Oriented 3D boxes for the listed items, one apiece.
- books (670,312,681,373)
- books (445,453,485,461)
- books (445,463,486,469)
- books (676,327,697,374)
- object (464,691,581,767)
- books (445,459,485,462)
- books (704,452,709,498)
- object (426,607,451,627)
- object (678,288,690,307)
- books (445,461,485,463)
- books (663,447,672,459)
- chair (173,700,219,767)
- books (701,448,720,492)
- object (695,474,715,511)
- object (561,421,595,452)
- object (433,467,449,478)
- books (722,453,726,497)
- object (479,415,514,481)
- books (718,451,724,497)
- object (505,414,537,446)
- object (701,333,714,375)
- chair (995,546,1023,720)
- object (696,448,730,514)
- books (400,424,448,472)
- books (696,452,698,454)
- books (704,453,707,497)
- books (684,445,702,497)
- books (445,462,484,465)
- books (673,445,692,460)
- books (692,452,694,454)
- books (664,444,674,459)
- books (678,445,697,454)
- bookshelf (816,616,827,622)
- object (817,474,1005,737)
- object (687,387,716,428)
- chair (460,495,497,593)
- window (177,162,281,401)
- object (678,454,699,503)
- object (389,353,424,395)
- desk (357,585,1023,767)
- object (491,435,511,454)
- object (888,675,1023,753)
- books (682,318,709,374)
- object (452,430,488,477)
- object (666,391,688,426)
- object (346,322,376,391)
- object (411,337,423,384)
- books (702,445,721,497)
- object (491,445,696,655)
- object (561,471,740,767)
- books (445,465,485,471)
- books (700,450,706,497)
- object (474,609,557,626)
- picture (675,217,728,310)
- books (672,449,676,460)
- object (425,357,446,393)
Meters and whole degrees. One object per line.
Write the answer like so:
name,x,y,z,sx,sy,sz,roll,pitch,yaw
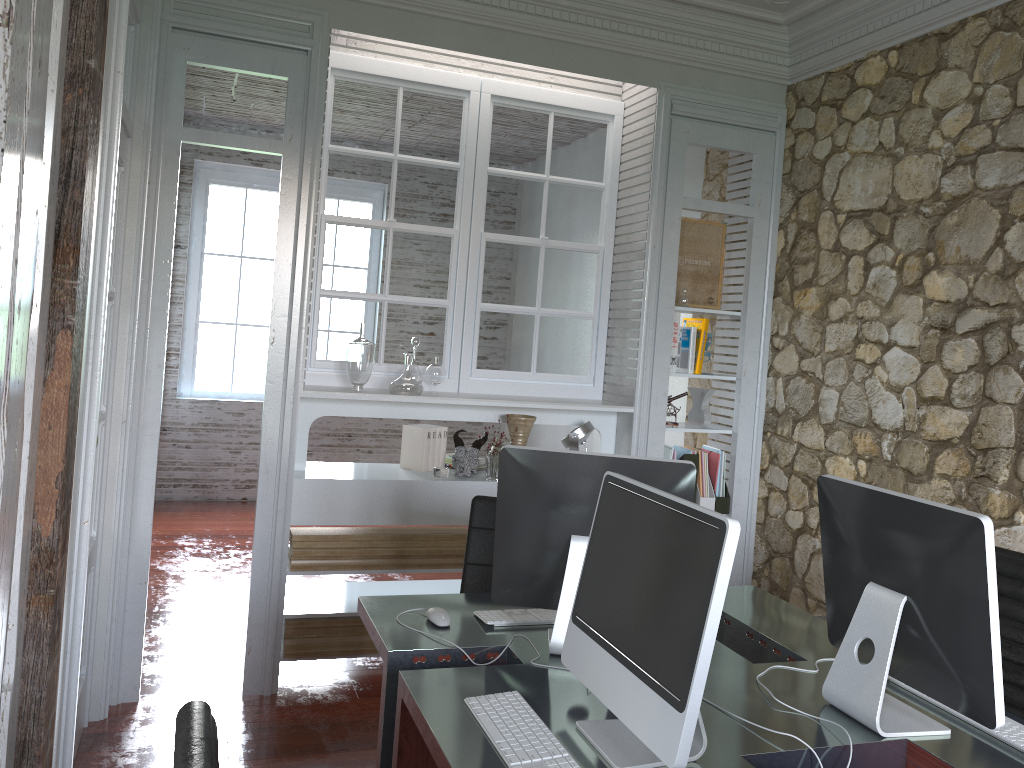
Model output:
books,0.734,-0.204,4.285,0.042,0.286,0.216,4,1,-20
books,-0.253,0.345,4.162,0.190,0.007,0.168,7,4,42
books,-0.245,0.373,4.154,0.246,0.007,0.180,7,4,35
books,0.837,-0.166,4.296,0.026,0.223,0.161,4,1,-20
object,0.028,0.667,1.638,0.118,0.017,0.440,3,3,-20
books,-0.252,0.352,4.162,0.190,0.007,0.168,7,4,35
books,0.909,0.464,4.298,0.045,0.287,0.194,4,1,-14
object,-0.189,0.604,2.307,0.059,0.028,0.106,3,3,-21
object,0.808,-0.405,4.149,0.056,0.090,0.056,4,1,-17
books,-0.253,0.358,4.161,0.190,0.007,0.168,7,4,35
books,0.707,0.443,4.257,0.037,0.288,0.194,4,1,-12
chair,-0.086,0.926,0.963,0.698,1.023,0.667,4,1,-25
books,0.952,0.466,4.331,0.024,0.277,0.194,4,1,-16
object,0.898,0.468,4.278,0.078,0.278,0.239,4,1,-14
object,0.302,0.300,4.045,0.167,0.272,0.188,5,1,15
object,-0.303,0.379,3.780,0.066,0.041,0.066,6,3,28
books,0.996,0.466,4.345,0.023,0.282,0.194,4,1,-16
object,-0.060,0.274,3.859,0.129,0.287,0.128,5,1,37
books,0.982,0.461,4.342,0.013,0.288,0.194,4,1,-16
object,0.028,0.281,3.943,0.143,0.278,0.143,4,1,-6
object,0.934,-0.174,4.338,0.078,0.249,0.115,4,1,-20
chair,1.125,0.955,2.067,0.698,1.023,0.667,4,1,-24
object,0.977,0.471,4.321,0.078,0.278,0.239,4,1,-16
books,-0.398,0.287,4.017,0.143,0.193,0.150,5,2,36
books,0.842,0.458,4.280,0.007,0.282,0.194,4,1,-15
books,0.900,0.461,4.295,0.042,0.281,0.194,4,1,-14
books,0.879,0.451,4.298,0.045,0.282,0.180,4,1,-14
books,-0.253,0.365,4.161,0.190,0.007,0.168,7,4,35
books,0.799,0.451,4.266,0.039,0.288,0.194,4,1,-15
books,0.822,0.455,4.269,0.030,0.283,0.180,4,1,-15
books,0.720,0.441,4.267,0.038,0.296,0.180,4,1,-12
books,0.835,0.453,4.275,0.009,0.288,0.194,4,1,-15
bookshelf,1.335,1.202,2.990,0.435,0.459,1.197,4,3,-20
object,0.814,0.475,1.908,0.189,0.485,0.485,4,2,-20
object,0.911,0.116,4.281,0.126,0.188,0.063,5,1,43
chair,-0.014,0.879,2.826,0.475,0.919,0.601,4,1,10
window,-1.865,-0.759,7.277,1.537,1.938,0.127,4,0,-19
object,0.808,0.460,4.285,0.078,0.278,0.246,4,1,-15
object,-0.447,-0.031,3.766,0.148,0.200,0.148,3,1,-37
desk,0.569,1.088,1.506,1.299,0.727,2.513,3,3,-20
object,-0.027,0.326,4.189,0.159,0.153,0.217,3,2,-34
object,1.014,0.721,1.958,0.118,0.017,0.440,3,3,-20
books,0.876,-0.186,4.308,0.055,0.268,0.193,4,1,-20
object,-0.197,0.311,3.992,0.158,0.179,0.383,4,3,6
object,0.741,0.111,4.192,0.177,0.161,0.092,5,1,8
object,-0.648,-0.106,3.778,0.129,0.315,0.129,4,1,5
object,-0.433,-0.073,3.896,0.088,0.271,0.088,4,0,-24
books,0.969,0.458,4.345,0.030,0.290,0.180,4,1,-16
object,0.193,0.412,2.195,0.484,0.485,0.189,4,0,6
object,0.264,0.446,1.687,0.189,0.485,0.485,4,2,-20
books,-0.246,0.382,4.154,0.246,0.011,0.180,7,4,35
books,0.890,0.457,4.295,0.045,0.287,0.194,4,1,-14
object,0.121,0.628,2.409,0.438,0.017,0.119,3,3,-19
picture,0.878,-0.578,4.259,0.325,0.435,0.009,4,0,-19
books,0.748,0.449,4.266,0.022,0.288,0.194,4,1,-12
object,-0.343,-0.029,3.977,0.094,0.188,0.094,4,1,-45
